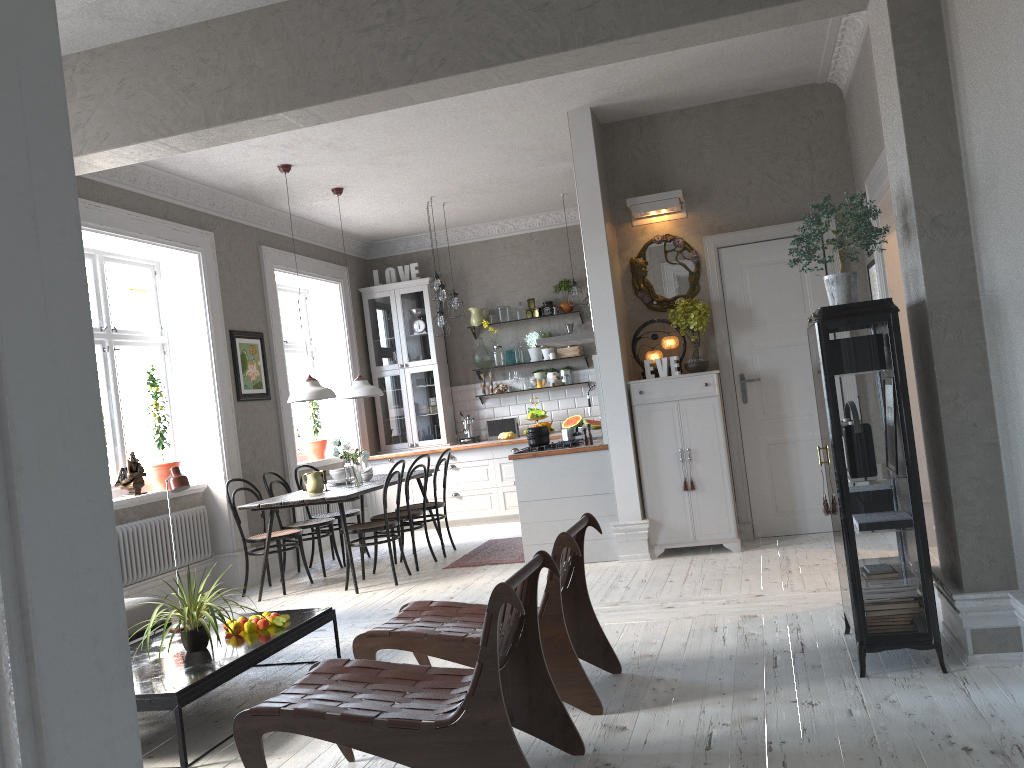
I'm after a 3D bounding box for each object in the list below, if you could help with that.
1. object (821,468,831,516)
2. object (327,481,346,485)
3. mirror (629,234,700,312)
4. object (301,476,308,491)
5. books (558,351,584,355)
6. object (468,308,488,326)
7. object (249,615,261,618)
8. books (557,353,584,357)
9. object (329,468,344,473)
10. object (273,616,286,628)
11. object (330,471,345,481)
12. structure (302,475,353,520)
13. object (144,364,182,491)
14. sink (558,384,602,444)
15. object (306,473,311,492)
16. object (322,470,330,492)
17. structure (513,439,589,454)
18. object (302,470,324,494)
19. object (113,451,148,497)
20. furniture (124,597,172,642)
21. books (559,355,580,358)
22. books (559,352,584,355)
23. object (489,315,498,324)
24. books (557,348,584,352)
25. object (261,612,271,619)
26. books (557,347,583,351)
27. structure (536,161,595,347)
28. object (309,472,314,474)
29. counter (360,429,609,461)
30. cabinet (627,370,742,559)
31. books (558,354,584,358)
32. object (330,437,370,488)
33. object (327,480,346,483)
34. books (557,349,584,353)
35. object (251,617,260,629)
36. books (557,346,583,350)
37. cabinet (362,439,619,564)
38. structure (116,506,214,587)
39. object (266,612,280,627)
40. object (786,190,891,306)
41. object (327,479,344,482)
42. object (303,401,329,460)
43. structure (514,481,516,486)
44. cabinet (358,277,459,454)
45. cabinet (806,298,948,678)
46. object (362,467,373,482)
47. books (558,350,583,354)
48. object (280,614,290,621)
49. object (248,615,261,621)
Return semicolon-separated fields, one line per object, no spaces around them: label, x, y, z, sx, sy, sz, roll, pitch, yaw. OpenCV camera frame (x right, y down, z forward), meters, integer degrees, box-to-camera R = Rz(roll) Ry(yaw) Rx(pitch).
object;1.421;0.486;4.035;0.041;0.234;0.044;-6;-1;-29
object;-1.472;0.851;7.643;0.233;0.027;0.242;-8;-2;32
mirror;1.167;-0.848;6.740;0.527;0.593;0.072;-7;-1;13
object;-1.706;0.833;7.462;0.140;0.112;0.139;-7;-1;-3
books;0.654;-0.349;9.882;0.257;0.011;0.160;-8;-1;20
object;-0.384;-0.762;10.058;0.187;0.216;0.176;-8;-1;28
object;-1.292;1.191;4.465;0.064;0.039;0.067;-7;-1;20
books;0.657;-0.327;9.881;0.256;0.016;0.160;-8;-1;26
object;-1.481;0.778;7.644;0.179;0.094;0.180;-7;-1;5
object;-1.138;1.161;4.321;0.058;0.053;0.060;-7;-1;21
object;-1.479;0.798;7.644;0.179;0.094;0.180;-7;-1;5
structure;-1.956;1.171;9.061;0.147;0.428;1.234;-7;-1;13
object;-2.759;0.331;6.920;0.275;0.991;0.264;-6;-1;-37
sink;0.624;0.366;7.560;0.523;0.720;0.491;-7;-1;14
object;-1.634;0.788;7.196;0.096;0.172;0.095;-7;-1;-4
object;-1.486;0.769;7.049;0.058;0.167;0.060;-8;-1;28
structure;0.325;0.482;6.961;0.491;0.031;0.612;-7;-1;15
object;-1.561;0.775;6.981;0.152;0.170;0.133;-7;-1;-25
object;-2.822;0.663;6.532;0.119;0.329;0.239;-7;-1;17
furniture;-2.210;1.376;4.421;0.577;0.476;0.836;-7;-1;15
books;0.660;-0.305;9.881;0.258;0.011;0.159;-7;-1;17
books;0.656;-0.338;9.881;0.257;0.016;0.160;-8;-1;23
object;-0.209;-0.730;10.078;0.102;0.111;0.104;-7;-1;14
books;0.650;-0.381;9.882;0.256;0.016;0.160;-8;-1;26
object;-1.224;1.170;4.432;0.060;0.062;0.063;-7;-1;-4
books;0.649;-0.392;9.882;0.257;0.016;0.160;-8;-1;23
structure;0.548;-1.175;7.973;0.706;1.595;0.719;-7;-1;14
object;-1.595;0.782;7.112;0.061;0.172;0.063;-8;-1;36
counter;-0.343;0.632;8.466;3.131;0.039;3.424;-7;-1;14
cabinet;1.272;0.583;6.499;0.660;1.297;0.387;-7;-1;14
books;0.658;-0.317;9.881;0.257;0.011;0.160;-8;-1;20
object;-1.293;0.622;7.127;0.309;0.414;0.253;-7;-1;12
object;-1.473;0.842;7.643;0.240;0.027;0.234;-7;-1;-18
books;0.652;-0.370;9.882;0.257;0.011;0.160;-8;-1;20
object;-1.252;1.173;4.342;0.056;0.058;0.059;-7;-1;5
books;0.648;-0.402;9.882;0.257;0.011;0.160;-8;-1;20
cabinet;0.179;0.982;8.500;2.024;0.854;4.118;-6;-1;-29
structure;-2.637;1.200;6.593;0.147;0.428;1.234;-7;-1;13
object;-1.180;1.162;4.371;0.077;0.064;0.073;-6;-2;-45
object;1.386;-0.575;3.759;0.407;0.506;0.405;-8;-1;30
object;-1.474;0.834;7.643;0.232;0.027;0.242;-8;-2;37
object;-2.092;0.391;9.340;0.254;0.813;0.265;-8;-1;42
structure;0.394;0.841;6.945;0.612;0.623;0.628;-7;-1;14
cabinet;-1.170;-0.187;10.164;0.871;1.921;0.391;-7;-1;14
cabinet;1.506;0.407;3.750;0.345;1.471;0.624;-7;-1;15
object;-1.259;0.778;7.636;0.122;0.119;0.130;-8;-1;30
books;0.653;-0.360;9.882;0.258;0.011;0.159;-7;-1;17
object;-1.149;1.173;4.444;0.046;0.037;0.068;-8;-2;41
object;-1.277;1.178;4.397;0.063;0.058;0.060;-6;-1;-31
